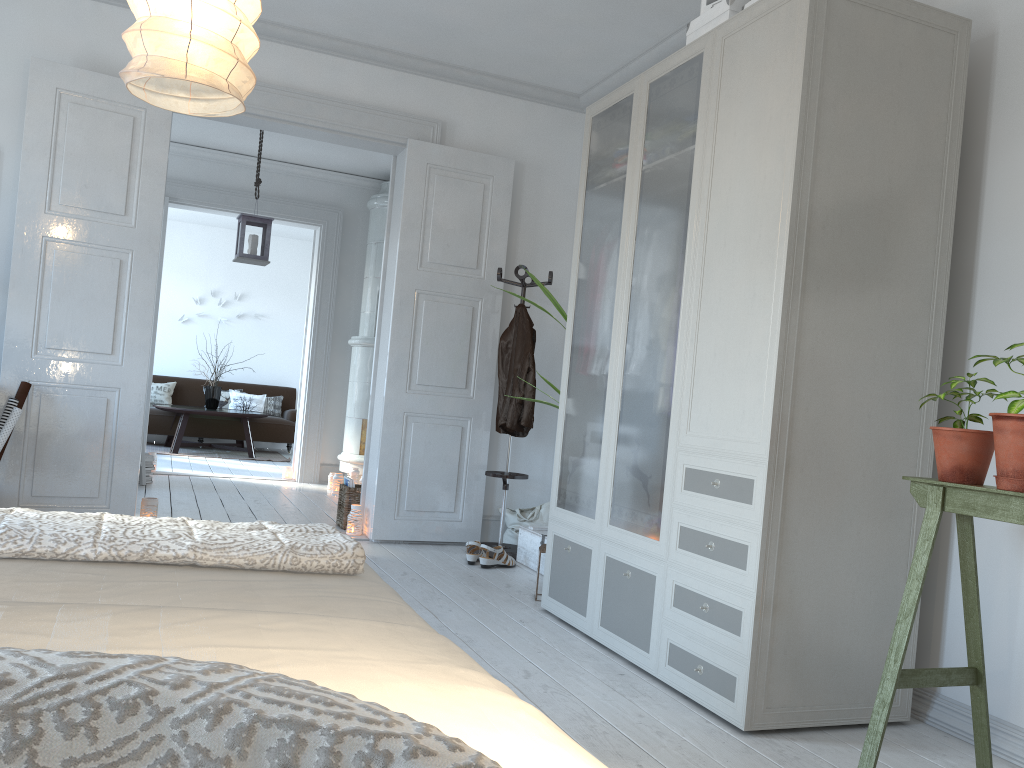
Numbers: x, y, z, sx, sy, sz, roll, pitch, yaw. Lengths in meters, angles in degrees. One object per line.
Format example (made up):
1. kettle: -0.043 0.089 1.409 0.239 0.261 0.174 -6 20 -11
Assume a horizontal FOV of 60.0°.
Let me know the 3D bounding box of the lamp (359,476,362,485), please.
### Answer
1. lamp: -1.224 0.849 7.361 0.089 0.166 0.089 5 -1 -23

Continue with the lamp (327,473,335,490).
1. lamp: -1.536 0.836 7.608 0.084 0.146 0.084 5 -1 -17

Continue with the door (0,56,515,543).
1. door: -1.355 -0.388 5.061 2.600 2.505 0.577 6 0 -22

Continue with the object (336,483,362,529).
1. object: -0.961 0.785 5.671 0.270 0.265 0.223 6 -1 -22

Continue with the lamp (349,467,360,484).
1. lamp: -1.352 0.821 7.574 0.098 0.210 0.098 5 -1 -17

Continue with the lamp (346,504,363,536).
1. lamp: -0.936 0.812 5.289 0.093 0.179 0.092 6 -1 -39

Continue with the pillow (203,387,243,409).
1. pillow: -3.639 0.220 11.125 0.473 0.347 0.158 6 -1 -23

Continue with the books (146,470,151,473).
1. books: -2.928 0.674 6.919 0.167 0.022 0.128 5 -1 12

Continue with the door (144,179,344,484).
1. door: -2.465 -0.423 7.863 2.600 2.505 0.577 6 0 -22

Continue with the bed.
1. bed: -0.697 0.296 0.681 1.889 1.046 2.175 6 -1 -22

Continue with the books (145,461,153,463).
1. books: -2.912 0.598 6.919 0.180 0.016 0.128 4 -2 39

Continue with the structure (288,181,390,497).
1. structure: -1.164 -0.386 7.796 0.800 2.827 1.249 5 -1 23

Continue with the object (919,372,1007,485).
1. object: 1.135 0.111 2.242 0.194 0.277 0.177 5 -1 35

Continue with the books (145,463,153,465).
1. books: -2.915 0.614 6.922 0.176 0.016 0.128 4 -2 35

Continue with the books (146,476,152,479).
1. books: -2.924 0.723 6.919 0.180 0.016 0.128 5 -1 23

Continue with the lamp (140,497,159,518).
1. lamp: -1.989 0.709 4.857 0.089 0.166 0.089 6 -1 -29

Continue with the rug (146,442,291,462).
1. rug: -3.518 0.767 10.296 1.711 0.055 1.455 6 -1 -21

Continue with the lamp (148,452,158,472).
1. lamp: -3.116 0.674 7.664 0.089 0.166 0.089 5 -1 -23

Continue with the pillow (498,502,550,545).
1. pillow: 0.096 0.849 5.387 0.317 0.314 0.273 6 -1 -21

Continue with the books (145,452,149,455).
1. books: -2.917 0.539 6.926 0.111 0.014 0.156 6 -2 -42

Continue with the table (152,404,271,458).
1. table: -3.489 0.543 10.272 1.301 0.503 1.299 6 -1 -31

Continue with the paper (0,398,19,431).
1. paper: -2.457 0.393 4.138 0.043 0.669 0.266 5 0 24

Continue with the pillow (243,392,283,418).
1. pillow: -3.196 0.269 11.341 0.542 0.288 0.183 6 -1 -21

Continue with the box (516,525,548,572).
1. box: 0.308 0.901 4.722 0.376 0.218 0.641 6 -1 -22

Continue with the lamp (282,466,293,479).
1. lamp: -2.046 0.811 8.081 0.093 0.110 0.093 5 -1 -5

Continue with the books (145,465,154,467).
1. books: -2.913 0.632 6.925 0.178 0.016 0.128 5 -1 21

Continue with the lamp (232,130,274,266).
1. lamp: -1.772 -1.740 6.301 0.228 1.762 0.228 5 0 -25

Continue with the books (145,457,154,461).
1. books: -2.901 0.577 6.917 0.200 0.026 0.128 4 -2 40

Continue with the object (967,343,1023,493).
1. object: 1.196 0.065 2.048 0.234 0.370 0.258 5 -1 -10

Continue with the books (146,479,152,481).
1. books: -2.926 0.740 6.921 0.176 0.016 0.128 5 -1 19

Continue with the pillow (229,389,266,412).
1. pillow: -3.340 0.239 11.163 0.471 0.309 0.188 6 -1 -21

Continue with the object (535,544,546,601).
1. object: 0.186 0.811 4.057 0.132 0.351 0.138 5 0 1

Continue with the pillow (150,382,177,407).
1. pillow: -4.399 0.133 10.864 0.519 0.367 0.239 6 -1 -22

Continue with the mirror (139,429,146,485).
1. mirror: -3.046 -0.002 6.652 0.416 1.488 0.611 5 -1 33

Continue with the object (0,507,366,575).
1. object: -0.996 0.250 1.469 1.461 0.104 0.405 6 -1 -22

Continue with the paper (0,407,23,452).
1. paper: -2.437 0.411 4.083 0.283 0.626 0.041 6 -1 -43

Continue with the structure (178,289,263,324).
1. structure: -3.751 -0.973 11.469 1.026 0.478 0.085 6 0 -22

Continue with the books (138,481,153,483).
1. books: -2.924 0.757 6.924 0.178 0.016 0.128 5 -1 16

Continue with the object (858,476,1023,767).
1. object: 1.165 0.637 2.058 0.431 0.774 0.671 5 -1 -22

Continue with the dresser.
1. dresser: 0.763 -0.082 3.272 0.631 2.162 1.431 5 -1 -22

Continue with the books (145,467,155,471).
1. books: -2.911 0.652 6.917 0.193 0.022 0.128 5 -1 11

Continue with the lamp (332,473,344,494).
1. lamp: -1.451 0.829 7.393 0.089 0.166 0.089 5 -1 -20

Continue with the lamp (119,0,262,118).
1. lamp: -0.803 -1.360 2.347 0.338 1.231 0.340 5 0 10

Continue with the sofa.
1. sofa: -3.757 0.363 11.009 2.166 0.824 0.968 6 -1 -22

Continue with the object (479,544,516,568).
1. object: -0.065 0.915 4.743 0.099 0.126 0.272 5 -1 41

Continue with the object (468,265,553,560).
1. object: 0.003 0.161 5.141 0.375 1.658 0.374 5 0 -14

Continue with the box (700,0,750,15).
1. box: 0.852 -1.409 3.327 0.225 0.107 0.180 6 -1 -32

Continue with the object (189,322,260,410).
1. object: -3.294 -0.223 10.258 0.525 1.066 0.846 5 -1 39

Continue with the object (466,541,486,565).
1. object: -0.201 0.905 4.840 0.099 0.126 0.272 5 -1 11

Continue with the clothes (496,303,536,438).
1. clothes: 0.035 -0.080 5.071 0.237 0.770 0.211 5 0 12

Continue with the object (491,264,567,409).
1. object: 0.353 0.224 4.253 1.043 1.554 0.289 5 0 8

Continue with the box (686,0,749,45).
1. box: 0.838 -1.259 3.299 0.285 0.199 0.281 6 -1 -22

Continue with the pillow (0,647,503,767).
1. pillow: -0.558 0.188 0.272 1.147 0.225 0.415 6 -1 -29

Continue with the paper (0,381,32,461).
1. paper: -2.455 0.352 4.213 0.048 0.747 0.297 5 0 24

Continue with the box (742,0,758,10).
1. box: 0.931 -1.236 3.059 0.227 0.158 0.182 6 -1 -17

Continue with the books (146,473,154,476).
1. books: -2.920 0.695 6.918 0.186 0.017 0.132 5 -1 15

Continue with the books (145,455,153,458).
1. books: -2.906 0.555 6.918 0.186 0.017 0.132 4 -2 41

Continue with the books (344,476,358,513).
1. books: -0.970 0.751 5.667 0.201 0.300 0.179 5 -1 -22
